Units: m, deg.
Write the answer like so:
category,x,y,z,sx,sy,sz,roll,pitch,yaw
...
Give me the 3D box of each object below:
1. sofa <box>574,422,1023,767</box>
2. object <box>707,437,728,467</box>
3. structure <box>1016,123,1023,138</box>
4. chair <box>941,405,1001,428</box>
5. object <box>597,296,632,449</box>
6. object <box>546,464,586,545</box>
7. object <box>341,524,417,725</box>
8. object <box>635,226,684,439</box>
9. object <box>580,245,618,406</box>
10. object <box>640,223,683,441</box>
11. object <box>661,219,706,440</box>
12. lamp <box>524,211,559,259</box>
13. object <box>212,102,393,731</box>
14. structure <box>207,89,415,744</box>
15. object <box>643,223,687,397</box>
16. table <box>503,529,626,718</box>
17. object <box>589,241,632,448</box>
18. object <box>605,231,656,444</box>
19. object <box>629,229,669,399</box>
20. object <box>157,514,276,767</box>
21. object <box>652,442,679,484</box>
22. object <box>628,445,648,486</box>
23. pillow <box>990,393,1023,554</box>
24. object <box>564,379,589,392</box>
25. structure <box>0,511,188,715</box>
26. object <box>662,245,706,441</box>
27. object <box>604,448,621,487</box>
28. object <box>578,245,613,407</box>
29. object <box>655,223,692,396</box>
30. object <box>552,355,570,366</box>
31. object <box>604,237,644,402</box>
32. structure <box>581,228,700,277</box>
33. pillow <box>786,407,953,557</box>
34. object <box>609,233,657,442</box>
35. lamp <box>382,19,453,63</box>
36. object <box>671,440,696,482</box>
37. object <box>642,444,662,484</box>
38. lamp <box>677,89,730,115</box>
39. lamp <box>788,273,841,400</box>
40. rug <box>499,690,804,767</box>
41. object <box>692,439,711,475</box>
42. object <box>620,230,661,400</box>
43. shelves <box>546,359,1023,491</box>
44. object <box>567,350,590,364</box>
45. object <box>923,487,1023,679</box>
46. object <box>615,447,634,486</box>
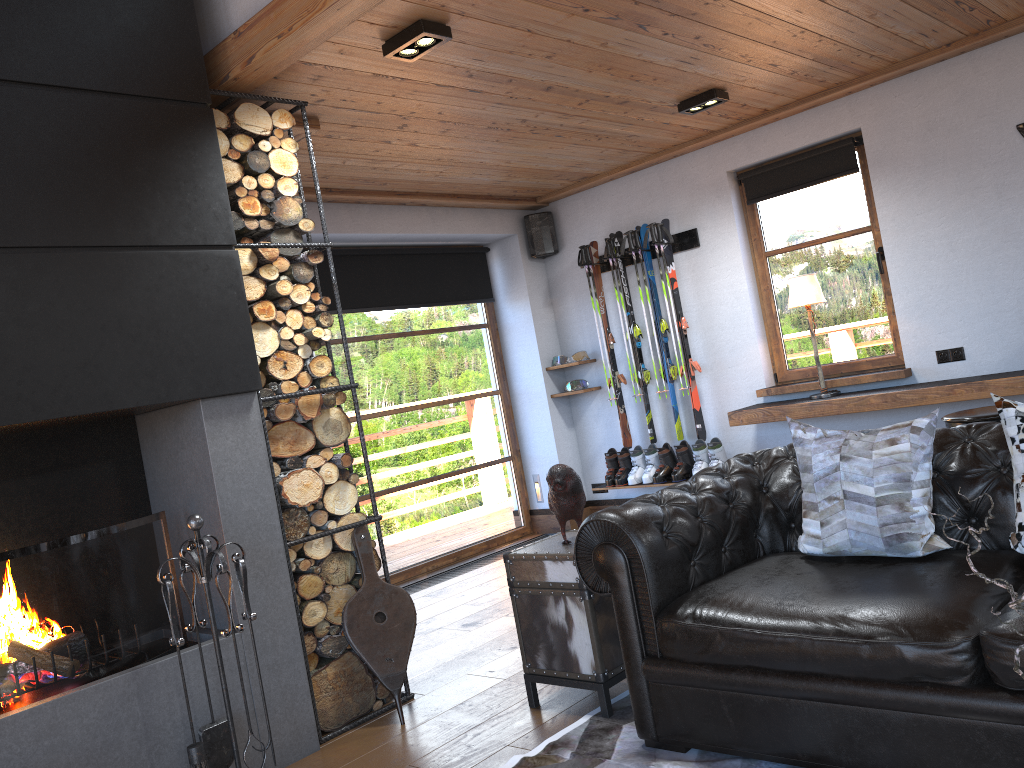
category,x,y,z,sx,sy,sz,roll,pitch,yaw
sofa,1.534,0.565,2.581,2.532,0.838,1.256,-10,0,43
object,1.414,0.512,6.165,0.115,0.270,0.255,-11,-1,39
structure,3.228,-1.394,4.462,1.232,0.240,0.100,-10,0,43
chair,2.442,0.481,4.423,0.447,0.717,0.435,-10,-1,-43
object,0.724,-0.283,6.859,0.094,1.606,0.117,-11,-1,43
object,0.217,0.459,3.446,0.150,0.319,0.247,-10,0,-5
object,-0.551,0.977,3.658,0.261,0.795,0.270,-11,-1,27
object,1.081,-0.380,6.588,0.072,1.622,0.113,-11,-1,43
object,0.657,-0.443,6.789,0.120,1.250,0.059,-11,-1,25
object,1.127,-0.388,6.529,0.072,1.622,0.113,-11,-1,43
object,1.255,-0.395,6.332,0.094,1.606,0.117,-11,-1,43
lamp,0.237,-1.205,7.191,0.211,0.349,0.216,-11,-1,43
object,-1.008,0.133,3.811,0.460,2.612,0.500,-11,-1,43
structure,-0.998,0.124,3.810,0.505,2.617,0.508,-11,-1,43
object,1.074,-0.520,6.280,0.120,1.250,0.059,-10,-1,10
table,0.289,0.910,3.465,0.412,0.609,0.411,-11,-1,43
object,0.782,-0.308,6.785,0.094,1.606,0.117,-11,-1,43
object,0.893,-0.345,6.612,0.102,1.622,0.257,-11,-1,40
object,0.988,-0.504,6.472,0.120,1.250,0.059,-11,-1,25
object,-0.971,0.934,2.952,0.308,1.018,0.307,-10,-1,-1
object,1.107,0.568,6.453,0.254,0.270,0.115,-10,-1,-27
object,0.933,0.600,6.625,0.255,0.270,0.115,-10,-1,-42
pillow,1.652,0.228,2.487,0.287,0.469,0.521,-10,-1,-44
object,0.501,0.011,7.139,0.189,0.084,0.350,-10,0,-10
structure,-1.542,0.781,2.927,0.181,0.514,0.995,-11,0,43
object,1.197,-0.369,6.405,0.094,1.606,0.117,-11,-1,43
object,0.765,0.631,6.790,0.115,0.270,0.254,-11,0,34
object,0.633,-0.439,6.710,0.058,1.250,0.122,-11,-1,26
object,1.176,-0.538,6.309,0.121,1.250,0.059,-10,-1,5
object,0.405,-0.195,7.197,0.187,0.084,0.162,-10,0,42
object,0.823,-0.474,6.630,0.120,1.250,0.059,-11,-1,25
structure,0.870,-0.965,6.595,1.037,0.135,0.323,-10,0,43
pillow,1.172,0.316,2.948,0.287,0.469,0.521,-10,-1,-44
object,0.903,-0.347,6.716,0.072,1.622,0.113,-11,-1,43
lamp,-0.381,-1.369,3.525,0.258,0.068,0.157,-10,0,43
object,1.225,0.547,6.385,0.254,0.270,0.115,-10,-1,-32
object,1.029,0.583,6.554,0.255,0.270,0.115,-10,-1,-42
lamp,1.103,-1.636,5.124,0.258,0.068,0.157,-10,0,43
lamp,2.134,0.009,5.818,0.640,1.481,0.243,-10,-1,-43
rug,1.661,0.940,1.871,3.991,0.053,2.464,-10,0,44
object,1.325,0.529,6.251,0.115,0.270,0.255,-11,-1,39
object,0.934,-0.494,6.434,0.121,1.250,0.059,-10,-1,0
shelves,2.771,-0.085,4.984,6.556,0.989,0.620,-10,0,44
object,0.532,-0.218,7.076,0.157,0.084,0.192,-10,0,42
object,0.756,0.356,0.947,0.411,0.808,0.612,-10,-1,-35
object,0.846,0.616,6.708,0.255,0.270,0.115,-10,-1,-42
